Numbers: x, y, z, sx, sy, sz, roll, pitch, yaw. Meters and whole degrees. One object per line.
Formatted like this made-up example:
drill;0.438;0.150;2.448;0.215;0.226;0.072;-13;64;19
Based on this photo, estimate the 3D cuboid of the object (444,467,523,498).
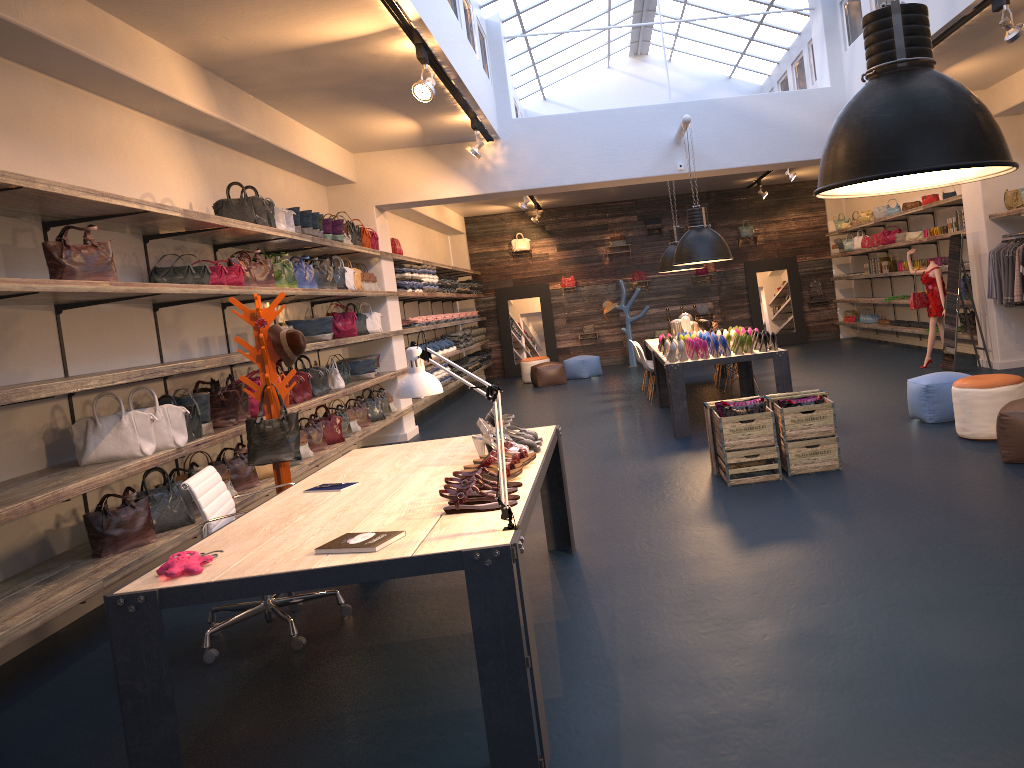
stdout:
object;-0.109;0.386;3.449;0.279;0.090;0.226;-6;5;5

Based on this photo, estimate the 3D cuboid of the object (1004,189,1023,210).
object;6.190;-2.264;10.625;0.296;0.283;0.219;-5;4;30

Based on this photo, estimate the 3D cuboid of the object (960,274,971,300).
object;6.503;-1.394;12.290;0.363;0.389;0.185;-6;3;13

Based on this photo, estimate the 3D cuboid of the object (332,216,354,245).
object;-1.854;-1.636;9.325;0.298;0.352;0.134;-7;3;-5

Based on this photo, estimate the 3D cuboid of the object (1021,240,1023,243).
object;6.112;-1.702;10.291;0.434;0.219;0.010;-7;2;-3

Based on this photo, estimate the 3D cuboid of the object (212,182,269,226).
object;-2.147;-1.409;6.875;0.435;0.385;0.188;-7;3;-7

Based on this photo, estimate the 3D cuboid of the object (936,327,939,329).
object;6.594;-0.852;13.367;0.232;0.064;0.086;-6;4;5

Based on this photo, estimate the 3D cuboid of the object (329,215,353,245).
object;-1.874;-1.615;9.151;0.343;0.334;0.170;-6;3;10

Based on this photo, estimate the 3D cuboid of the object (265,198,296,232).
object;-2.080;-1.442;7.488;0.433;0.331;0.189;-7;3;-5

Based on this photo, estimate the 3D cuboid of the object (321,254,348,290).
object;-1.865;-1.129;8.830;0.177;0.385;0.462;-4;4;40

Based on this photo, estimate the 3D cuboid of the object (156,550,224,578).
object;-1.044;0.567;2.814;0.159;0.051;0.304;-6;5;0

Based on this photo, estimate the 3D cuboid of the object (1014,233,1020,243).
object;6.139;-1.726;10.530;0.434;0.219;0.010;-7;2;-3

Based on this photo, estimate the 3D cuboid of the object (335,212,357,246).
object;-1.842;-1.677;9.463;0.298;0.409;0.134;-7;2;-5

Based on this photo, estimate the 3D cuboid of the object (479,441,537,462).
object;-0.018;0.317;3.985;0.255;0.117;0.101;-6;3;3

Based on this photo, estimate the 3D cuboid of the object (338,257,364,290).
object;-1.803;-1.187;9.423;0.177;0.385;0.462;-4;4;40

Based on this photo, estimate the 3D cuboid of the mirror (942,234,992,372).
mirror;5.818;-1.059;11.289;0.524;1.762;0.505;-7;2;2

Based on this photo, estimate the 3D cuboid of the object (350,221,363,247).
object;-1.880;-1.679;9.831;0.370;0.338;0.221;-6;3;7

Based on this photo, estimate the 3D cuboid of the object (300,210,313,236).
object;-1.996;-1.440;7.857;0.417;0.231;0.178;-6;3;1

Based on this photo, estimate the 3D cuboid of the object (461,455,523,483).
object;-0.086;0.354;3.638;0.264;0.117;0.098;-7;3;-8

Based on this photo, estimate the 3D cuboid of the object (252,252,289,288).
object;-2.031;-0.936;7.233;0.181;0.322;0.410;-4;4;42

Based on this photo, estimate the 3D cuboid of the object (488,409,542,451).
object;0.002;0.226;4.397;0.280;0.223;0.119;-7;3;0

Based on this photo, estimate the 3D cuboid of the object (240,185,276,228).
object;-2.145;-1.425;7.069;0.427;0.385;0.192;-7;3;-1

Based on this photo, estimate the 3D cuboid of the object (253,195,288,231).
object;-2.101;-1.422;7.284;0.436;0.331;0.188;-7;3;-8

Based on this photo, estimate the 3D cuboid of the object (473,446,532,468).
object;-0.044;0.330;3.868;0.265;0.117;0.098;-7;3;-9

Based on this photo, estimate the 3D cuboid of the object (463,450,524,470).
object;-0.079;0.343;3.758;0.252;0.117;0.103;-6;3;8

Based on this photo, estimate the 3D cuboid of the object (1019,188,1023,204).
object;6.197;-2.285;10.276;0.338;0.366;0.191;-4;4;38

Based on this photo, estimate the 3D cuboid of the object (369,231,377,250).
object;-1.739;-1.691;10.279;0.240;0.283;0.321;-4;5;39

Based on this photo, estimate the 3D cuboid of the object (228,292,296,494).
object;-1.535;0.278;5.641;0.414;1.726;0.477;-5;3;29

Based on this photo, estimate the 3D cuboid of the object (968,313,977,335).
object;6.504;-0.866;12.044;0.345;0.355;0.162;-7;3;-1

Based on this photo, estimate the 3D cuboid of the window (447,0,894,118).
window;1.826;-4.044;9.858;4.468;0.651;11.370;-6;5;5

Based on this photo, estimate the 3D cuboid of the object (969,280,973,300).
object;6.420;-1.336;11.921;0.345;0.355;0.162;-7;3;-1

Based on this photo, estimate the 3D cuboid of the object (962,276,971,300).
object;6.474;-1.349;12.118;0.370;0.338;0.221;-6;3;7

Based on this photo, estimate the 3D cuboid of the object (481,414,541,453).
object;-0.009;0.241;4.240;0.290;0.223;0.115;-7;3;-11

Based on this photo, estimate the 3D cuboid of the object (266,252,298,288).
object;-2.008;-0.970;7.502;0.199;0.338;0.408;-4;4;40

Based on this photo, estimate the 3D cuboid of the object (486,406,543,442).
object;0.012;0.214;4.531;0.281;0.223;0.118;-7;3;-1

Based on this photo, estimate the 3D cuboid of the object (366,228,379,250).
object;-1.743;-1.718;10.381;0.268;0.310;0.200;-9;4;-36

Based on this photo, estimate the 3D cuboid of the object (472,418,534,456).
object;-0.045;0.257;4.100;0.289;0.223;0.115;-7;3;-11

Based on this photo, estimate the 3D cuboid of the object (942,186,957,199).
object;6.238;-2.778;12.394;0.186;0.279;0.063;-5;3;32

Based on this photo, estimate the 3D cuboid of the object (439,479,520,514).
object;-0.117;0.407;3.212;0.279;0.090;0.215;-6;4;1

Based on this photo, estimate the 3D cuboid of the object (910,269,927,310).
object;5.704;-1.333;12.190;0.341;0.552;0.084;-8;3;-25

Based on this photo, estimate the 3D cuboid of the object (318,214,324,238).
object;-1.982;-1.470;8.215;0.425;0.235;0.175;-7;3;-6

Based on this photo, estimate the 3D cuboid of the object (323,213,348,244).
object;-1.892;-1.599;8.985;0.343;0.334;0.170;-6;3;10

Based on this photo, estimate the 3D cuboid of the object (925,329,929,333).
object;6.562;-0.839;13.593;0.239;0.058;0.082;-7;4;-7

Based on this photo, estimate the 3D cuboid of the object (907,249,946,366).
object;5.816;-1.064;11.950;0.366;1.661;0.705;-8;3;-17

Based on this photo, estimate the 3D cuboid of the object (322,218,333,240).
object;-1.972;-1.502;8.579;0.425;0.235;0.175;-7;3;-6

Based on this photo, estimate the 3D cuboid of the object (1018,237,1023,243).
object;6.123;-1.711;10.389;0.434;0.219;0.010;-7;2;-3

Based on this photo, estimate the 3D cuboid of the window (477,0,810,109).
window;1.310;-4.630;6.275;4.308;0.836;18.855;-6;5;6

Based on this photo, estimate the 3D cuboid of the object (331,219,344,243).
object;-1.891;-1.529;8.783;0.417;0.235;0.178;-6;3;1

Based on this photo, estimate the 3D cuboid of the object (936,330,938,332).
object;6.517;-0.803;13.227;0.239;0.058;0.082;-7;4;-7

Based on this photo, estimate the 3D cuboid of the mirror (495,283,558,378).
mirror;0.332;-1.148;18.658;1.164;1.914;0.265;-7;2;-3

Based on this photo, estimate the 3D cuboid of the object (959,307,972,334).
object;6.588;-0.924;12.414;0.363;0.389;0.185;-6;3;13

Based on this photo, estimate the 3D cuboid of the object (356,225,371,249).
object;-1.791;-1.701;10.111;0.275;0.330;0.208;-9;4;-39

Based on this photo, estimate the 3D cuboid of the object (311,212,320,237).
object;-1.978;-1.457;8.029;0.428;0.231;0.174;-7;3;-8

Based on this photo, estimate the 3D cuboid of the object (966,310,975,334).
object;6.558;-0.880;12.242;0.370;0.338;0.221;-6;3;7

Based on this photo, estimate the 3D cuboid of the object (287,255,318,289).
object;-1.951;-1.022;8.030;0.199;0.338;0.408;-4;4;40

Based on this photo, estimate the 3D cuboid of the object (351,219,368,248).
object;-1.809;-1.714;9.978;0.275;0.384;0.208;-9;4;-39

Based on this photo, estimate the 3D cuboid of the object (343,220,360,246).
object;-1.879;-1.662;9.641;0.262;0.337;0.317;-4;5;44

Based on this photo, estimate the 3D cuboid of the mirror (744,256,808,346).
mirror;5.765;-1.786;18.970;1.164;1.914;0.265;-7;2;-3

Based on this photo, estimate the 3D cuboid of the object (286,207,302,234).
object;-2.018;-1.427;7.667;0.320;0.244;0.193;-5;4;20
